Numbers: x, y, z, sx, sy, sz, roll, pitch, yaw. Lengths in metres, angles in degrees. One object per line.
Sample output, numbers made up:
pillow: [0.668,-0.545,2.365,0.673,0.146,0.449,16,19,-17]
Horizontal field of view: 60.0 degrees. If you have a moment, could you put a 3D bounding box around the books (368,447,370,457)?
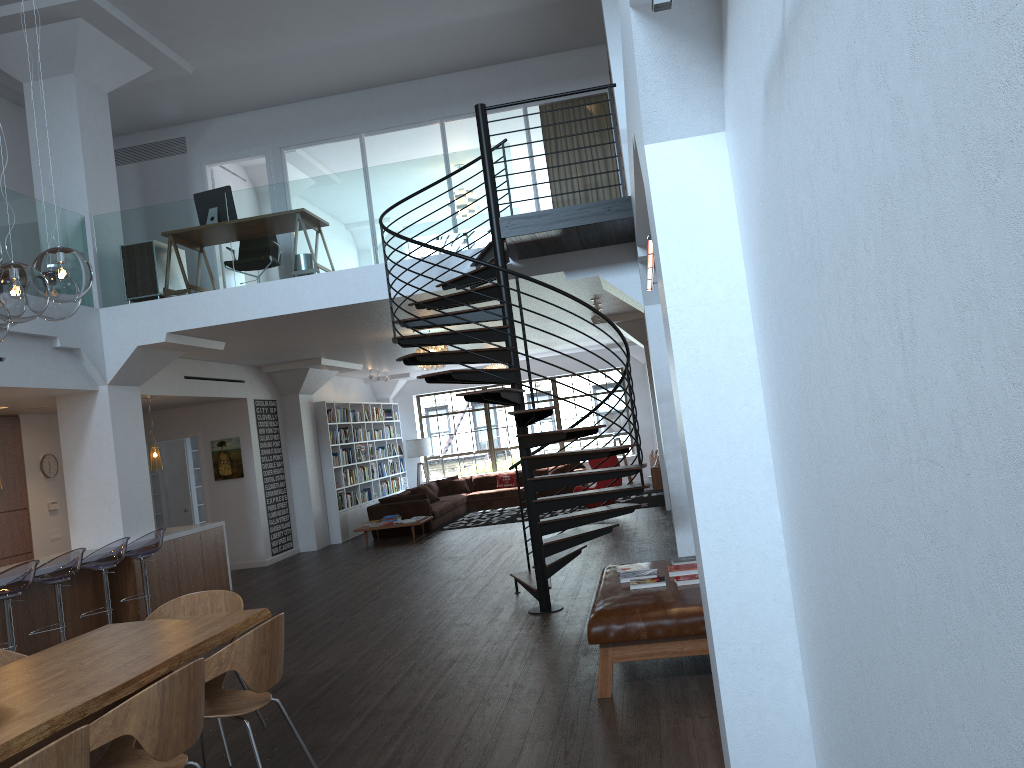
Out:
books: [-2.836,1.360,17.123,0.160,0.251,0.029,-8,-3,8]

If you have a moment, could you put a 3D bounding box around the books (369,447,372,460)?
books: [-2.816,1.359,17.190,0.174,0.251,0.051,-8,-3,8]

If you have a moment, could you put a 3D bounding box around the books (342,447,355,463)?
books: [-2.978,1.310,16.150,0.176,0.294,0.102,-8,-3,8]

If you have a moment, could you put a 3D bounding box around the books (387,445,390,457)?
books: [-2.633,1.403,18.415,0.174,0.240,0.054,-8,-3,8]

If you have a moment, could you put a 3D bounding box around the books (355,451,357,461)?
books: [-2.968,1.319,16.309,0.198,0.284,0.049,-8,-3,8]

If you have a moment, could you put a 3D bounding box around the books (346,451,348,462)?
books: [-3.023,1.330,15.845,0.167,0.230,0.037,-8,-3,8]

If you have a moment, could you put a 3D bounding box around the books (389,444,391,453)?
books: [-2.628,1.401,18.528,0.183,0.253,0.042,-8,-3,8]

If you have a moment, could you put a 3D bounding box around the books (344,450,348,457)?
books: [-3.033,1.322,15.883,0.182,0.253,0.034,-8,-3,8]

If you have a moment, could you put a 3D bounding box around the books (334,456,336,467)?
books: [-3.102,1.333,15.212,0.134,0.184,0.030,-8,-3,8]

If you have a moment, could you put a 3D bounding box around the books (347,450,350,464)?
books: [-3.006,1.320,15.914,0.182,0.253,0.034,-8,-3,8]

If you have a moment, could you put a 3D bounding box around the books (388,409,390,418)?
books: [-2.692,0.666,18.824,0.183,0.253,0.042,-8,-3,8]

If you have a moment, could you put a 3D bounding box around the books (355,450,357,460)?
books: [-2.952,1.335,16.346,0.160,0.251,0.031,-8,-3,8]

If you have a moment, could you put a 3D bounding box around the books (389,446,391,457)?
books: [-2.617,1.412,18.489,0.161,0.223,0.032,-8,-3,8]

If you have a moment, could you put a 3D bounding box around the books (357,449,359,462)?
books: [-2.930,1.341,16.418,0.174,0.240,0.054,-8,-3,8]

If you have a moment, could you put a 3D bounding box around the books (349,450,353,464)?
books: [-2.990,1.325,16.053,0.182,0.253,0.034,-8,-3,8]

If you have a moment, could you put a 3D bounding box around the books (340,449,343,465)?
books: [-3.075,1.295,15.534,0.197,0.283,0.065,-8,-3,8]

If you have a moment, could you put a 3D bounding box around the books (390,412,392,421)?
books: [-2.673,0.667,18.909,0.183,0.253,0.042,-8,-3,8]

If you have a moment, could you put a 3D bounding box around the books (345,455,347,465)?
books: [-3.035,1.318,15.761,0.159,0.250,0.026,-8,-3,8]

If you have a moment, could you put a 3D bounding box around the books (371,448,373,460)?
books: [-2.800,1.376,17.259,0.161,0.223,0.030,-8,-3,8]

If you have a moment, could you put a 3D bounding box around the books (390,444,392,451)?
books: [-2.610,1.405,18.639,0.160,0.251,0.039,-8,-3,8]

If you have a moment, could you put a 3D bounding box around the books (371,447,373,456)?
books: [-2.811,1.366,17.296,0.183,0.253,0.039,-8,-3,8]

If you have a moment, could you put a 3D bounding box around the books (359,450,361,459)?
books: [-2.915,1.355,16.566,0.161,0.223,0.033,-8,-3,8]

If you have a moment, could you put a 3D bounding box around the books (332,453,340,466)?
books: [-3.075,1.315,15.397,0.140,0.231,0.042,-8,-3,8]

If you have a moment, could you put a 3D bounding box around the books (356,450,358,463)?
books: [-2.936,1.349,16.375,0.161,0.223,0.032,-8,-3,8]

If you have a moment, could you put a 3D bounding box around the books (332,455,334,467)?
books: [-3.115,1.324,15.111,0.136,0.196,0.045,-8,-3,8]

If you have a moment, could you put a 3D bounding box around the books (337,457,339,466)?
books: [-3.062,1.345,15.334,0.106,0.162,0.032,-8,-3,8]

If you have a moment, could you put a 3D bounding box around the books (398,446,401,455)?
books: [-2.518,1.444,19.232,0.167,0.210,0.162,-8,-3,8]

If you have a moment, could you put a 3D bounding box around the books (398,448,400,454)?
books: [-2.520,1.436,19.167,0.161,0.218,0.101,-8,-3,8]

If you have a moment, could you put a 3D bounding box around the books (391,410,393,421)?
books: [-2.660,0.670,18.996,0.183,0.253,0.042,-8,-3,8]

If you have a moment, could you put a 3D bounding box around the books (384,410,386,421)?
books: [-2.719,0.668,18.487,0.161,0.223,0.032,-8,-3,8]

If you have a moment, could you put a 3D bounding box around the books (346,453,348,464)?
books: [-3.019,1.332,15.812,0.161,0.223,0.026,-8,-3,8]

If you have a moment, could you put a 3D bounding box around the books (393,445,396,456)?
books: [-2.575,1.419,18.853,0.174,0.236,0.142,-8,-3,8]

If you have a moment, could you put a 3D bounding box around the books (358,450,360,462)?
books: [-2.914,1.351,16.492,0.161,0.223,0.032,-8,-3,8]

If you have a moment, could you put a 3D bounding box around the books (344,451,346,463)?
books: [-3.039,1.318,15.719,0.170,0.245,0.057,-8,-3,8]

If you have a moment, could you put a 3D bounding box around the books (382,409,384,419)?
books: [-2.766,0.636,18.357,0.198,0.284,0.049,-8,-3,8]

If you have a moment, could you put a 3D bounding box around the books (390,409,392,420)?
books: [-2.669,0.669,18.953,0.183,0.253,0.042,-8,-3,8]

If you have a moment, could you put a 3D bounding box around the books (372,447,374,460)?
books: [-2.797,1.369,17.363,0.171,0.246,0.036,-8,-3,8]

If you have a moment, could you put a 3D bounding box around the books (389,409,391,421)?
books: [-2.680,0.666,18.866,0.183,0.253,0.042,-8,-3,8]

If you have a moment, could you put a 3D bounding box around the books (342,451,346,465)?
books: [-3.043,1.319,15.668,0.174,0.239,0.045,-8,-3,8]

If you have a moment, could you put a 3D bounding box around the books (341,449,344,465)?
books: [-3.063,1.293,15.594,0.176,0.290,0.053,-8,-3,8]

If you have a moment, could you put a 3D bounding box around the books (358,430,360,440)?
books: [-2.942,0.982,16.658,0.161,0.223,0.027,-8,-3,8]

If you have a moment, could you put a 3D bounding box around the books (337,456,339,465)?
books: [-3.059,1.344,15.359,0.107,0.167,0.017,-8,-3,8]

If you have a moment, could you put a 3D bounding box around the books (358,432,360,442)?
books: [-2.949,0.982,16.632,0.161,0.223,0.026,-8,-3,8]

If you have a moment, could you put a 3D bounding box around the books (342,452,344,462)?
books: [-3.052,1.327,15.633,0.161,0.223,0.027,-8,-3,8]

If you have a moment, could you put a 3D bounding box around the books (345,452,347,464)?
books: [-3.021,1.331,15.785,0.161,0.223,0.027,-8,-3,8]

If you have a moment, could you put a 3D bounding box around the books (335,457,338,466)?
books: [-3.073,1.343,15.309,0.120,0.167,0.020,-8,-3,8]

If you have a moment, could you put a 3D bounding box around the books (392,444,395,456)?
books: [-2.588,1.407,18.764,0.183,0.253,0.042,-8,-3,8]

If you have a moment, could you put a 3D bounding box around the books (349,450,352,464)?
books: [-2.989,1.330,16.013,0.174,0.239,0.045,-8,-3,8]

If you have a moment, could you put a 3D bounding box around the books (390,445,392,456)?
books: [-2.613,1.406,18.600,0.171,0.246,0.039,-8,-3,8]

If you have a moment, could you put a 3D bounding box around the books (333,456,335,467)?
books: [-3.100,1.334,15.163,0.128,0.178,0.022,-8,-3,8]

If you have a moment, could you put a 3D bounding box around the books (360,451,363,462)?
books: [-2.893,1.366,16.648,0.161,0.207,0.135,-8,-3,8]

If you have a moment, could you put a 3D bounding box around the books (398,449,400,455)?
books: [-2.523,1.432,19.132,0.161,0.222,0.084,-8,-3,8]

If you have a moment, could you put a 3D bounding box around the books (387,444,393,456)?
books: [-2.607,1.402,18.679,0.180,0.259,0.042,-8,-3,8]

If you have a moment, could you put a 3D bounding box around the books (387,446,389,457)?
books: [-2.639,1.410,18.372,0.161,0.223,0.032,-8,-3,8]

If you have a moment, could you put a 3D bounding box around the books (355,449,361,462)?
books: [-2.925,1.340,16.531,0.183,0.253,0.042,-8,-3,8]

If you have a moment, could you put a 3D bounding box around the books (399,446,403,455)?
books: [-2.496,1.442,19.320,0.182,0.215,0.188,-8,-3,8]

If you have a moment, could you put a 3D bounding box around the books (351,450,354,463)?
books: [-2.975,1.325,16.085,0.182,0.253,0.034,-8,-3,8]

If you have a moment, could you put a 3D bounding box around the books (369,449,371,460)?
books: [-2.821,1.373,17.150,0.161,0.223,0.030,-8,-3,8]
